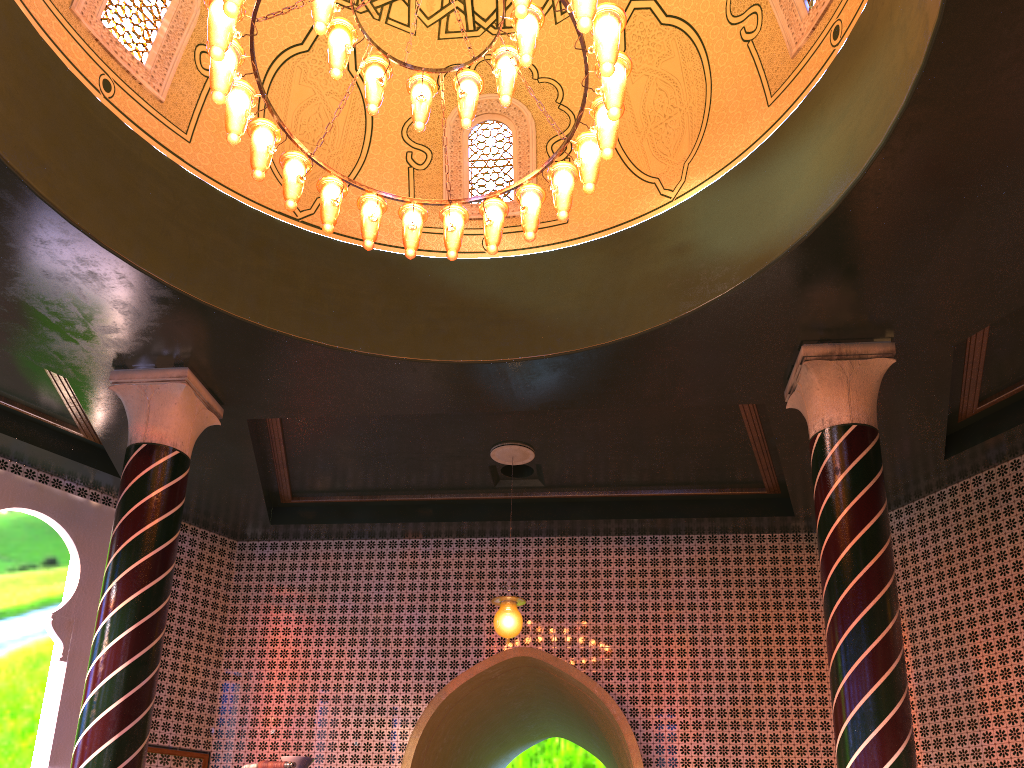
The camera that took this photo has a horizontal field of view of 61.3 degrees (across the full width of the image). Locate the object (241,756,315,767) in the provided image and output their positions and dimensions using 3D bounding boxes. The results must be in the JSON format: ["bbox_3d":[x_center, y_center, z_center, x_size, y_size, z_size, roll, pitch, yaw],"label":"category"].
[{"bbox_3d":[-0.859,1.908,2.942,0.467,1.167,0.320,-7,-21,22],"label":"object"}]

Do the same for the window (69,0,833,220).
[{"bbox_3d":[-0.594,-3.629,5.645,5.955,1.087,5.773,-22,-36,37],"label":"window"}]

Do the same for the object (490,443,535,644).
[{"bbox_3d":[-0.021,1.826,9.803,0.520,2.159,0.557,3,-19,-4],"label":"object"}]

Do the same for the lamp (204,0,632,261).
[{"bbox_3d":[-0.488,-3.513,5.741,2.478,4.289,2.658,-4,-22,13],"label":"lamp"}]
